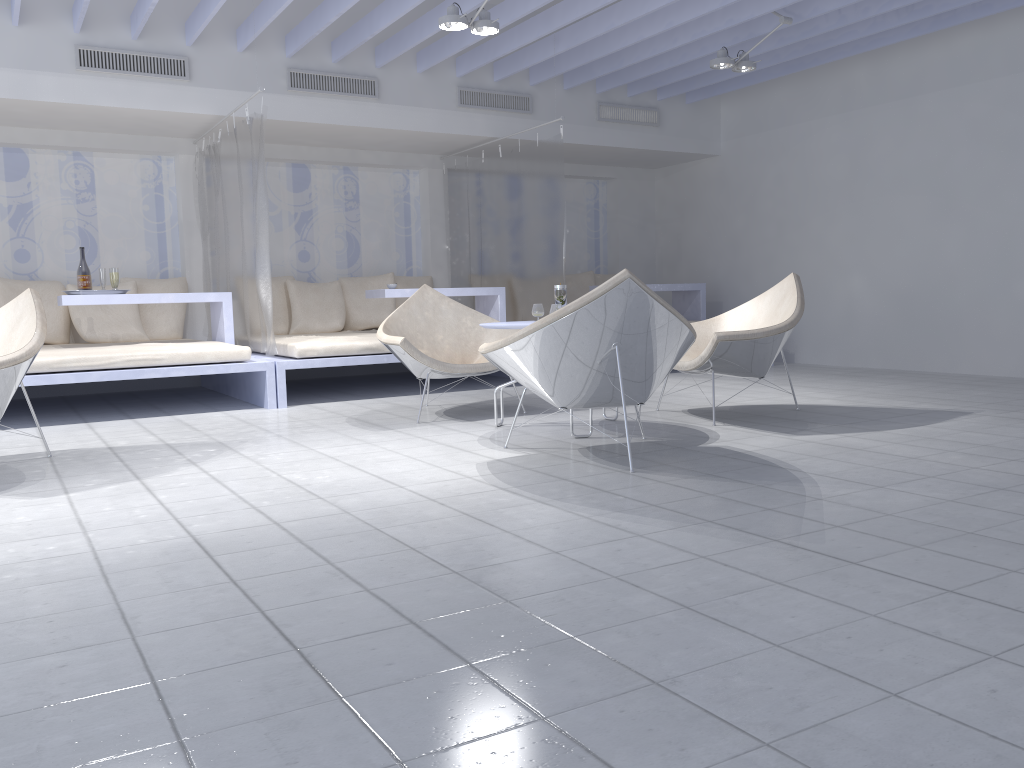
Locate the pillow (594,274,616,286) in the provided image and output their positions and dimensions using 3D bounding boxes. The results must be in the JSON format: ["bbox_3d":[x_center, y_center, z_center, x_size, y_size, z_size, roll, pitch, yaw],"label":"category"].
[{"bbox_3d":[0.977,-0.898,9.273,0.524,0.521,0.230,-5,7,-32],"label":"pillow"}]

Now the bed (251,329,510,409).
[{"bbox_3d":[-1.048,-0.206,7.008,2.200,0.427,2.016,-5,6,-30],"label":"bed"}]

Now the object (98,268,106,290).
[{"bbox_3d":[-2.768,-0.695,6.001,0.059,0.174,0.059,1,6,27],"label":"object"}]

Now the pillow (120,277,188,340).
[{"bbox_3d":[-2.847,-0.593,7.031,0.572,0.510,0.231,-5,6,-30],"label":"pillow"}]

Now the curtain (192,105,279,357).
[{"bbox_3d":[-1.997,-1.011,6.317,0.151,1.552,2.050,-5,6,-30],"label":"curtain"}]

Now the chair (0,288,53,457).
[{"bbox_3d":[-2.274,-0.014,3.654,0.906,0.759,0.753,2,6,29],"label":"chair"}]

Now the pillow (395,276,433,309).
[{"bbox_3d":[-0.923,-0.740,8.153,0.524,0.521,0.230,-5,7,-32],"label":"pillow"}]

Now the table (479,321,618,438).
[{"bbox_3d":[0.256,-0.044,4.462,0.825,0.534,0.823,3,7,36],"label":"table"}]

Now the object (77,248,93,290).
[{"bbox_3d":[-2.858,-0.758,5.916,0.092,0.302,0.092,1,6,27],"label":"object"}]

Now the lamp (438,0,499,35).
[{"bbox_3d":[-0.146,-2.178,5.015,0.380,0.218,0.587,-5,6,-30],"label":"lamp"}]

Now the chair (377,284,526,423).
[{"bbox_3d":[-0.377,-0.213,5.193,0.906,0.759,0.753,-4,6,-27],"label":"chair"}]

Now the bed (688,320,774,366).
[{"bbox_3d":[0.853,-0.364,8.128,2.200,0.427,2.016,-5,6,-30],"label":"bed"}]

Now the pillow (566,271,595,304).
[{"bbox_3d":[0.619,-0.889,9.031,0.537,0.527,0.233,-3,6,-10],"label":"pillow"}]

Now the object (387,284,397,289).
[{"bbox_3d":[-0.959,-0.776,7.081,0.082,0.043,0.082,1,6,21],"label":"object"}]

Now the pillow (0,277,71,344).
[{"bbox_3d":[-3.557,-0.541,6.570,0.233,0.527,0.537,3,7,39],"label":"pillow"}]

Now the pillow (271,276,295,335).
[{"bbox_3d":[-2.027,-0.662,7.514,0.572,0.510,0.231,-5,7,-31],"label":"pillow"}]

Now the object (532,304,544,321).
[{"bbox_3d":[0.139,-0.381,4.718,0.068,0.091,0.068,-6,7,-41],"label":"object"}]

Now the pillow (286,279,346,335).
[{"bbox_3d":[-1.687,-0.667,7.610,0.528,0.482,0.307,-4,6,-26],"label":"pillow"}]

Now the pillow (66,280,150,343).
[{"bbox_3d":[-3.093,-0.550,6.782,0.528,0.482,0.307,-5,7,-35],"label":"pillow"}]

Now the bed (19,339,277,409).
[{"bbox_3d":[-2.955,-0.046,5.902,2.200,0.422,2.022,-5,6,-30],"label":"bed"}]

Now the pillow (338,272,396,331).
[{"bbox_3d":[-1.282,-0.730,7.911,0.537,0.527,0.233,-3,6,-10],"label":"pillow"}]

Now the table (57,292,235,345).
[{"bbox_3d":[-2.516,-0.395,6.128,1.065,0.450,0.416,-5,6,-30],"label":"table"}]

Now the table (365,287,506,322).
[{"bbox_3d":[-0.612,-0.554,7.250,1.065,0.450,0.416,-5,6,-30],"label":"table"}]

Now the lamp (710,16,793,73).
[{"bbox_3d":[1.668,-2.329,6.084,0.380,0.218,0.587,-5,6,-30],"label":"lamp"}]

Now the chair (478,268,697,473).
[{"bbox_3d":[0.356,-0.080,3.642,0.906,0.759,0.753,-3,6,-13],"label":"chair"}]

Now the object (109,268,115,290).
[{"bbox_3d":[-2.712,-0.700,6.034,0.059,0.174,0.059,1,6,27],"label":"object"}]

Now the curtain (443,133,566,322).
[{"bbox_3d":[-0.109,-1.152,7.478,0.125,1.559,1.998,-5,7,-32],"label":"curtain"}]

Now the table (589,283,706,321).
[{"bbox_3d":[1.289,-0.712,8.370,1.065,0.450,0.416,-5,6,-30],"label":"table"}]

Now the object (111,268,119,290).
[{"bbox_3d":[-2.674,-0.696,5.983,0.059,0.174,0.059,1,6,27],"label":"object"}]

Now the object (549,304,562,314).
[{"bbox_3d":[0.209,-0.327,4.154,0.068,0.091,0.068,-6,7,-41],"label":"object"}]

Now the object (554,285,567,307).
[{"bbox_3d":[0.246,-0.406,4.472,0.075,0.185,0.075,1,6,22],"label":"object"}]

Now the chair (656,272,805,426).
[{"bbox_3d":[1.230,-0.216,4.797,0.753,0.759,0.906,-3,6,-16],"label":"chair"}]

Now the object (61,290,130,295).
[{"bbox_3d":[-2.787,-0.613,5.954,0.429,0.031,0.275,-5,6,-29],"label":"object"}]
